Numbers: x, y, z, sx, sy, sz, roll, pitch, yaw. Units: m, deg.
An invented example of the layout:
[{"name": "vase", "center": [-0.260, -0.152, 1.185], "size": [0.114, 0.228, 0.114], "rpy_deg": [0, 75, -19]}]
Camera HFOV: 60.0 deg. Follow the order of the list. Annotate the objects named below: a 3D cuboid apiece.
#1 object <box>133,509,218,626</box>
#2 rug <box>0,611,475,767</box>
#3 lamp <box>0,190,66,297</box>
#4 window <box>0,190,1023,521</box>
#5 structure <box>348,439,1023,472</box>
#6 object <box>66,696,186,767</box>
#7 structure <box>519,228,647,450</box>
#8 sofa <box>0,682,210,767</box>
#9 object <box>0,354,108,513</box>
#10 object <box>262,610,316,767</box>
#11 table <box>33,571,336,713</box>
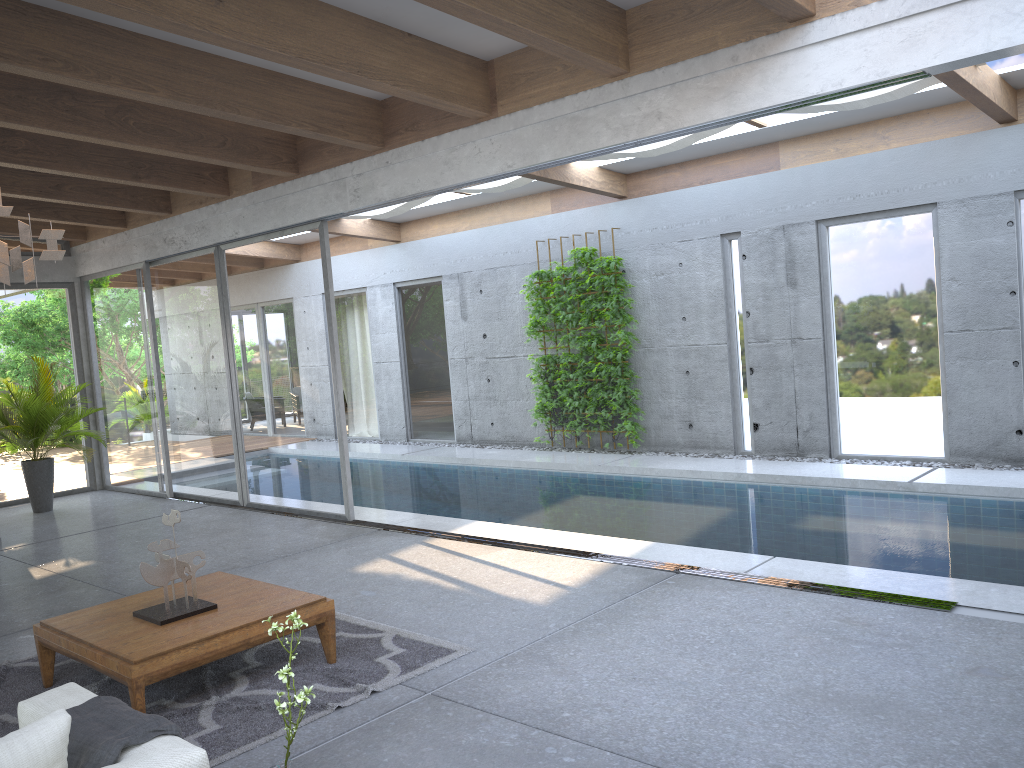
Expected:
[{"name": "object", "center": [-1.719, 0.884, 4.471], "size": [0.379, 0.518, 0.346], "rpy_deg": [-1, 5, 43]}, {"name": "rug", "center": [-2.057, 1.515, 4.134], "size": [2.187, 0.056, 3.186], "rpy_deg": [-1, 5, 43]}, {"name": "lamp", "center": [-2.426, -1.003, 3.569], "size": [0.862, 1.400, 0.636], "rpy_deg": [-5, 3, 0]}, {"name": "window", "center": [-1.644, -0.366, 4.130], "size": [23.280, 3.764, 14.294], "rpy_deg": [-1, 5, 43]}, {"name": "structure", "center": [1.634, 0.844, 10.776], "size": [13.673, 0.068, 0.477], "rpy_deg": [-1, 5, 42]}, {"name": "object", "center": [-1.258, 1.373, 2.648], "size": [0.472, 0.704, 0.857], "rpy_deg": [-2, 4, 39]}, {"name": "structure", "center": [2.222, -0.385, 6.986], "size": [2.739, 2.687, 10.282], "rpy_deg": [-7, 4, -30]}, {"name": "sofa", "center": [-2.834, 1.364, 3.073], "size": [3.733, 0.777, 1.965], "rpy_deg": [-1, 5, 42]}, {"name": "object", "center": [-5.412, 0.542, 10.061], "size": [1.484, 1.819, 1.798], "rpy_deg": [-8, 5, -40]}, {"name": "object", "center": [-0.678, 1.064, 2.707], "size": [0.171, 0.750, 0.238], "rpy_deg": [-6, 4, -26]}, {"name": "table", "center": [-1.650, 1.314, 4.500], "size": [1.112, 0.352, 1.048], "rpy_deg": [-1, 5, 43]}]
